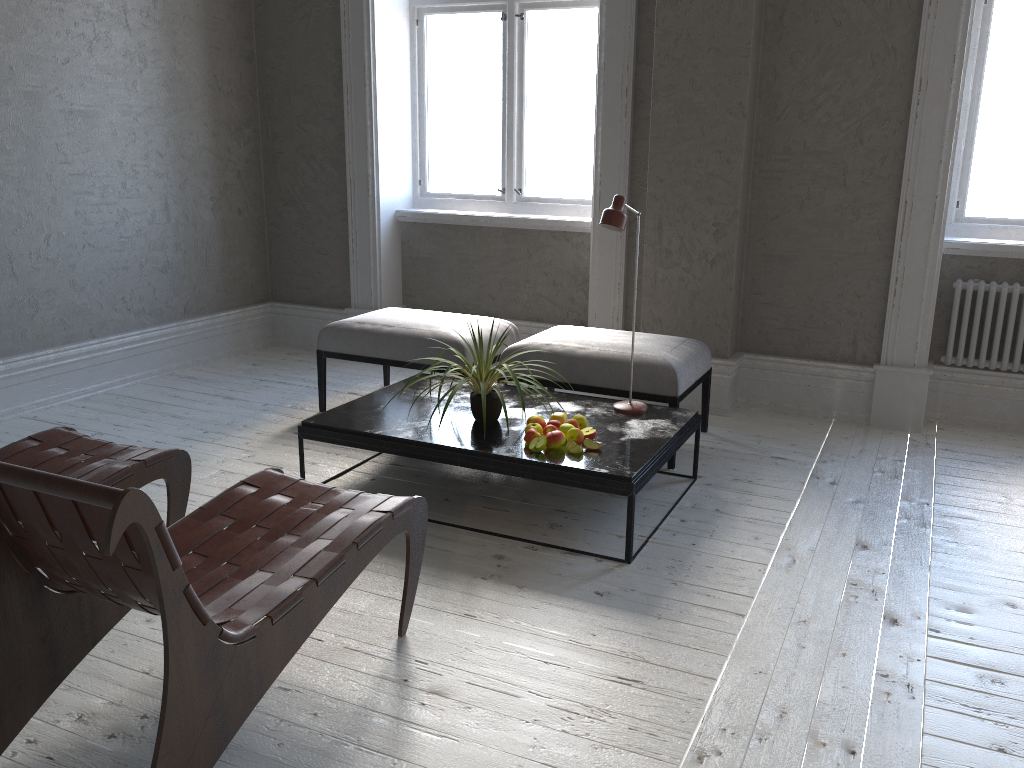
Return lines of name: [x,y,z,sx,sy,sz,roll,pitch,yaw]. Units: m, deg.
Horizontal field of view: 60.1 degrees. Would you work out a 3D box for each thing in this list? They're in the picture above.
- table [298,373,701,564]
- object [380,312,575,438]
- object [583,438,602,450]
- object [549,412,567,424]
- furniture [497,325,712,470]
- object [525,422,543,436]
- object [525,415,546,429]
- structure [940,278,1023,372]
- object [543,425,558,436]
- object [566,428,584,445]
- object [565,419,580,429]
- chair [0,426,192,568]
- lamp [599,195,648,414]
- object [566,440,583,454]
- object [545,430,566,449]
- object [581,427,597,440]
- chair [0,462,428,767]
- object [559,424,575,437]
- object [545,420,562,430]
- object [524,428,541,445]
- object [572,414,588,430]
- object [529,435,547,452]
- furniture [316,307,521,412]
table: [-0.021,0.267,3.440,1.290,0.303,0.863,8,16,23]
object: [-0.092,-0.051,3.261,0.649,0.420,0.747,14,20,41]
object: [0.277,0.206,3.042,0.060,0.036,0.049,11,18,34]
object: [0.171,0.136,3.237,0.069,0.066,0.068,9,17,28]
furniture: [0.433,0.013,4.050,0.815,0.476,0.592,8,16,23]
object: [0.077,0.164,3.130,0.062,0.063,0.061,-9,18,-33]
object: [0.086,0.144,3.198,0.069,0.066,0.072,13,19,38]
structure: [2.661,-0.231,4.078,1.205,0.428,0.151,7,16,21]
object: [0.136,0.173,3.112,0.058,0.058,0.057,5,15,15]
object: [0.218,0.183,3.072,0.063,0.062,0.060,2,15,6]
object: [0.216,0.155,3.187,0.058,0.058,0.057,3,15,7]
chair: [-1.449,0.292,2.404,0.499,0.720,1.033,8,16,24]
lamp: [0.424,-0.296,3.384,0.256,0.839,0.135,-8,17,-29]
object: [0.214,0.214,3.004,0.048,0.037,0.065,-11,19,-37]
object: [0.148,0.190,3.038,0.076,0.064,0.074,-9,18,-33]
object: [0.267,0.179,3.138,0.065,0.039,0.066,10,17,29]
chair: [-0.678,0.396,2.076,0.499,0.720,1.033,8,16,24]
object: [0.196,0.170,3.129,0.062,0.058,0.061,-5,16,-20]
object: [0.151,0.157,3.176,0.060,0.056,0.058,4,15,11]
object: [0.072,0.183,3.071,0.058,0.058,0.055,-12,19,-39]
object: [0.246,0.140,3.252,0.060,0.055,0.068,-1,15,-8]
object: [0.090,0.203,3.005,0.058,0.053,0.060,10,17,30]
furniture: [-0.453,-0.107,4.426,0.815,0.476,0.592,8,16,23]
